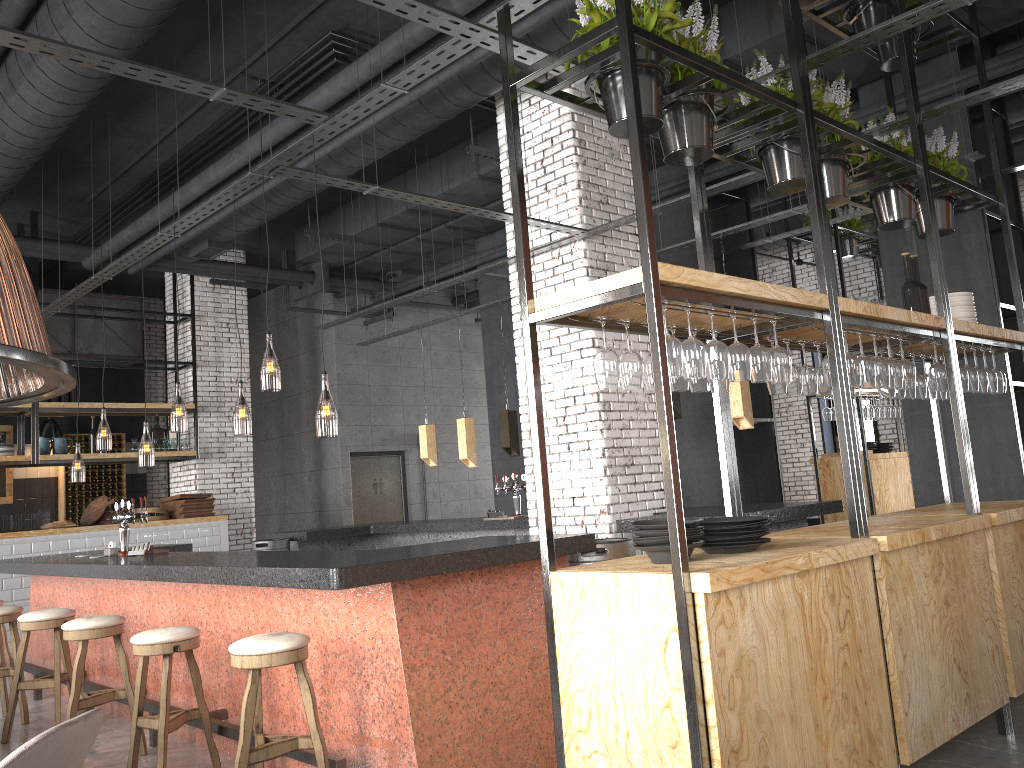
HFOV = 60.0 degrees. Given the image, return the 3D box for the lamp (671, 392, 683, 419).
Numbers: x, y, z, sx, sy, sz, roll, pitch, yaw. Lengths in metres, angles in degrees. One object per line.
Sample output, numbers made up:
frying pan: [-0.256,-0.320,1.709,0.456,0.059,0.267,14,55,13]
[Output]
lamp: [1.253,-0.404,7.356,0.127,1.399,0.127,3,-11,-43]

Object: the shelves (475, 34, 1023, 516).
shelves: [2.049,-0.529,9.396,1.002,4.379,6.134,3,-10,-43]

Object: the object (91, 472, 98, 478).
object: [-6.305,1.365,13.368,0.079,0.079,0.283,2,-10,-43]

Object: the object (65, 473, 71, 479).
object: [-6.564,1.352,13.093,0.079,0.079,0.283,2,-10,-43]

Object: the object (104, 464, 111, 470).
object: [-6.179,1.266,13.515,0.079,0.079,0.283,2,-10,-43]

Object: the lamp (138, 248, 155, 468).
lamp: [-2.567,-0.222,6.191,0.108,1.603,0.108,-9,-9,28]

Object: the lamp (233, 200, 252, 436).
lamp: [-1.631,-0.424,5.286,0.108,1.465,0.108,-7,-8,18]

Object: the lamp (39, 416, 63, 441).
lamp: [-6.805,0.362,13.033,0.390,0.940,0.389,2,-10,-41]

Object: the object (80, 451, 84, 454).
object: [-6.467,1.048,13.283,0.079,0.079,0.283,2,-10,-43]

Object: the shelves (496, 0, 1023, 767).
shelves: [1.558,-0.782,4.368,3.657,5.033,0.688,3,-11,-43]

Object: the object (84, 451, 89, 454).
object: [-6.388,1.048,13.337,0.079,0.079,0.283,2,-10,-43]

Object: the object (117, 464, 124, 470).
object: [-6.021,1.267,13.623,0.079,0.079,0.283,2,-10,-43]

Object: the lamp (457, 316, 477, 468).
lamp: [-0.507,0.064,9.208,0.127,1.611,0.127,3,-11,-43]

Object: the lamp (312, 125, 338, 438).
lamp: [-0.954,-0.534,4.400,0.108,1.603,0.108,-3,-8,-11]

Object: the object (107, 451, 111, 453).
object: [-6.192,1.057,13.541,0.079,0.079,0.283,2,-10,-43]

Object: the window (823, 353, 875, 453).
window: [4.874,0.489,12.640,0.365,2.706,0.747,3,-11,-43]

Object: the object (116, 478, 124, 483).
object: [-6.024,1.479,13.615,0.079,0.079,0.283,2,-10,-43]

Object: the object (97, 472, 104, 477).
object: [-6.237,1.367,13.433,0.079,0.079,0.283,2,-10,-43]

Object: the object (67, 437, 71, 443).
object: [-6.598,0.830,13.159,0.079,0.079,0.283,2,-10,-43]

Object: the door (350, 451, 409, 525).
door: [-2.070,2.096,13.654,1.119,2.109,0.158,3,-11,-43]

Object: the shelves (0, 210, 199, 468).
shelves: [-6.359,-0.603,9.730,5.674,3.075,0.596,2,-10,-43]

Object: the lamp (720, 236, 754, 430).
lamp: [1.700,-0.420,6.878,0.127,1.551,0.127,3,-11,-43]

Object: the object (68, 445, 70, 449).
object: [-6.613,0.939,13.169,0.079,0.079,0.283,2,-10,-43]

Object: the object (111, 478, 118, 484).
object: [-6.080,1.474,13.536,0.079,0.079,0.283,2,-10,-43]

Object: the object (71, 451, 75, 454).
object: [-6.526,1.043,13.208,0.079,0.079,0.283,2,-10,-43]

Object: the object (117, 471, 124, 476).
object: [-6.019,1.372,13.615,0.079,0.079,0.283,2,-10,-43]

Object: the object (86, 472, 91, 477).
object: [-6.377,1.363,13.307,0.079,0.079,0.283,2,-10,-43]

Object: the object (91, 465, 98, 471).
object: [-6.290,1.256,13.358,0.079,0.079,0.283,2,-10,-43]

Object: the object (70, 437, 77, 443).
object: [-6.553,0.837,13.248,0.079,0.079,0.283,2,-10,-43]

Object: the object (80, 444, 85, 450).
object: [-6.452,0.939,13.273,0.079,0.079,0.283,2,-10,-43]

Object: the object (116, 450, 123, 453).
object: [-6.054,1.062,13.670,0.079,0.079,0.283,2,-10,-43]

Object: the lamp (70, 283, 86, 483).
lamp: [-3.451,-0.021,7.039,0.108,1.603,0.108,-3,-8,-11]

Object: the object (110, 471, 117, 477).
object: [-6.099,1.372,13.562,0.079,0.079,0.283,2,-10,-43]

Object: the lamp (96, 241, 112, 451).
lamp: [-3.066,-0.300,6.643,0.108,1.603,0.108,-3,-8,-11]

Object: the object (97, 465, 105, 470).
object: [-6.234,1.261,13.436,0.079,0.079,0.283,2,-10,-43]

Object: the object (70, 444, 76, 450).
object: [-6.518,0.936,13.206,0.079,0.079,0.283,2,-10,-43]

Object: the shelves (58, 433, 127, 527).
shelves: [-6.303,1.831,13.340,0.889,2.154,0.250,3,-11,-43]

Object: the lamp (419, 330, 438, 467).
lamp: [-0.951,0.125,9.679,0.127,1.551,0.127,3,-11,-43]

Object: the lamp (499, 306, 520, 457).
lamp: [-0.067,-0.057,8.746,0.127,1.551,0.127,3,-11,-43]

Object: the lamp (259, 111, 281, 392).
lamp: [-1.344,-0.754,4.829,0.108,1.603,0.108,-3,-8,-11]

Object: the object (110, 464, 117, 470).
object: [-6.107,1.268,13.576,0.079,0.079,0.283,2,-10,-43]

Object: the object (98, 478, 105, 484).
object: [-6.218,1.469,13.407,0.079,0.079,0.283,2,-10,-43]

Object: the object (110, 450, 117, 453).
object: [-6.112,1.057,13.594,0.079,0.079,0.283,2,-10,-43]

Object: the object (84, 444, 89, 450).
object: [-6.396,0.944,13.351,0.079,0.079,0.283,2,-10,-43]

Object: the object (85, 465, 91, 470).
object: [-6.372,1.256,13.308,0.079,0.079,0.283,2,-10,-43]

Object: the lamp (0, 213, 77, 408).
lamp: [-0.770,-1.187,0.936,0.536,2.412,0.535,-4,-8,-2]

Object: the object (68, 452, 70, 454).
object: [-6.608,1.044,13.158,0.079,0.079,0.283,2,-10,-43]

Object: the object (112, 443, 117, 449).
object: [-6.114,0.952,13.603,0.079,0.079,0.283,2,-10,-43]

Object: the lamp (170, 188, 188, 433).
lamp: [-2.149,-0.489,5.674,0.108,1.603,0.108,-3,-8,-11]

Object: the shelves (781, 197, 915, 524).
shelves: [4.337,-0.240,10.691,2.331,5.033,0.688,3,-11,-43]

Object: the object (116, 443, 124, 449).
object: [-6.036,0.952,13.657,0.079,0.079,0.283,2,-10,-43]

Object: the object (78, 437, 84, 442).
object: [-6.473,0.837,13.301,0.079,0.079,0.283,2,-10,-43]

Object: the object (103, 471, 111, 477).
object: [-6.157,1.367,13.486,0.079,0.079,0.283,2,-10,-43]

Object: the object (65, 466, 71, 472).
object: [-6.578,1.249,13.114,0.079,0.079,0.283,2,-10,-43]

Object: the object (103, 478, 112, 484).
object: [-6.136,1.469,13.458,0.079,0.079,0.283,2,-10,-43]

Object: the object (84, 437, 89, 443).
object: [-6.418,0.843,13.380,0.079,0.079,0.283,2,-10,-43]
